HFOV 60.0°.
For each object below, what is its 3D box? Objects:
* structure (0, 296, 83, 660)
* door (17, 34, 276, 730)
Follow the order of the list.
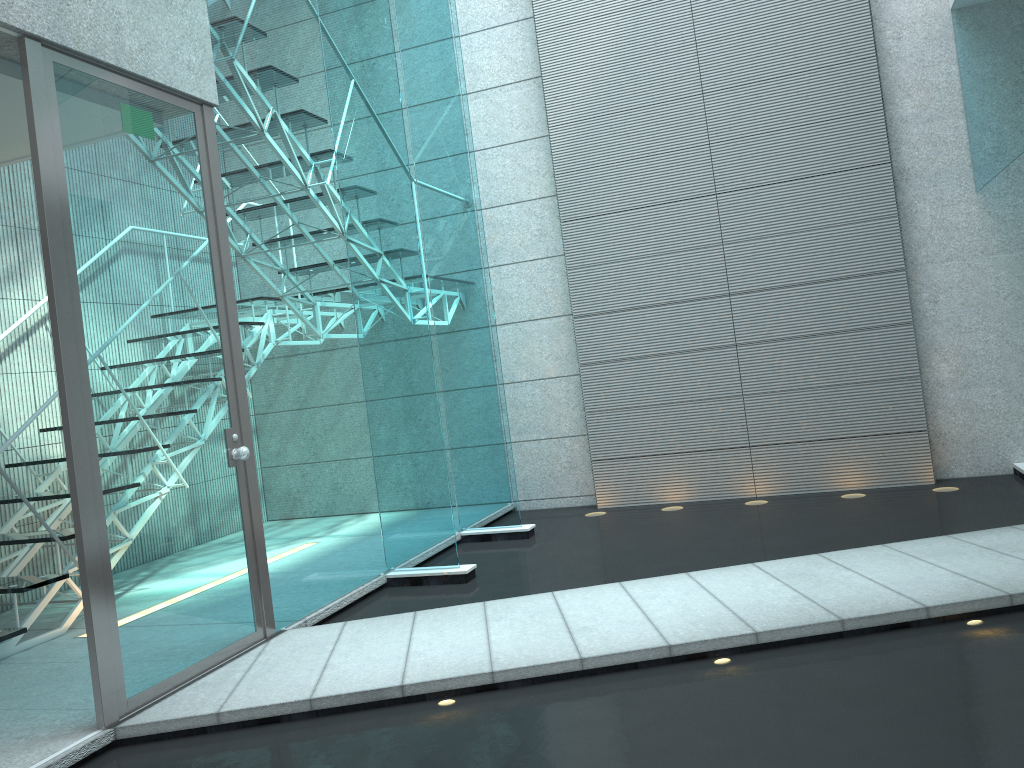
[{"bbox_3d":[-1.807,-1.976,4.893,1.907,6.012,3.298,-8,-1,19],"label":"structure"},{"bbox_3d":[-1.158,-0.047,2.990,0.076,2.066,0.866,-8,-1,19],"label":"door"}]
